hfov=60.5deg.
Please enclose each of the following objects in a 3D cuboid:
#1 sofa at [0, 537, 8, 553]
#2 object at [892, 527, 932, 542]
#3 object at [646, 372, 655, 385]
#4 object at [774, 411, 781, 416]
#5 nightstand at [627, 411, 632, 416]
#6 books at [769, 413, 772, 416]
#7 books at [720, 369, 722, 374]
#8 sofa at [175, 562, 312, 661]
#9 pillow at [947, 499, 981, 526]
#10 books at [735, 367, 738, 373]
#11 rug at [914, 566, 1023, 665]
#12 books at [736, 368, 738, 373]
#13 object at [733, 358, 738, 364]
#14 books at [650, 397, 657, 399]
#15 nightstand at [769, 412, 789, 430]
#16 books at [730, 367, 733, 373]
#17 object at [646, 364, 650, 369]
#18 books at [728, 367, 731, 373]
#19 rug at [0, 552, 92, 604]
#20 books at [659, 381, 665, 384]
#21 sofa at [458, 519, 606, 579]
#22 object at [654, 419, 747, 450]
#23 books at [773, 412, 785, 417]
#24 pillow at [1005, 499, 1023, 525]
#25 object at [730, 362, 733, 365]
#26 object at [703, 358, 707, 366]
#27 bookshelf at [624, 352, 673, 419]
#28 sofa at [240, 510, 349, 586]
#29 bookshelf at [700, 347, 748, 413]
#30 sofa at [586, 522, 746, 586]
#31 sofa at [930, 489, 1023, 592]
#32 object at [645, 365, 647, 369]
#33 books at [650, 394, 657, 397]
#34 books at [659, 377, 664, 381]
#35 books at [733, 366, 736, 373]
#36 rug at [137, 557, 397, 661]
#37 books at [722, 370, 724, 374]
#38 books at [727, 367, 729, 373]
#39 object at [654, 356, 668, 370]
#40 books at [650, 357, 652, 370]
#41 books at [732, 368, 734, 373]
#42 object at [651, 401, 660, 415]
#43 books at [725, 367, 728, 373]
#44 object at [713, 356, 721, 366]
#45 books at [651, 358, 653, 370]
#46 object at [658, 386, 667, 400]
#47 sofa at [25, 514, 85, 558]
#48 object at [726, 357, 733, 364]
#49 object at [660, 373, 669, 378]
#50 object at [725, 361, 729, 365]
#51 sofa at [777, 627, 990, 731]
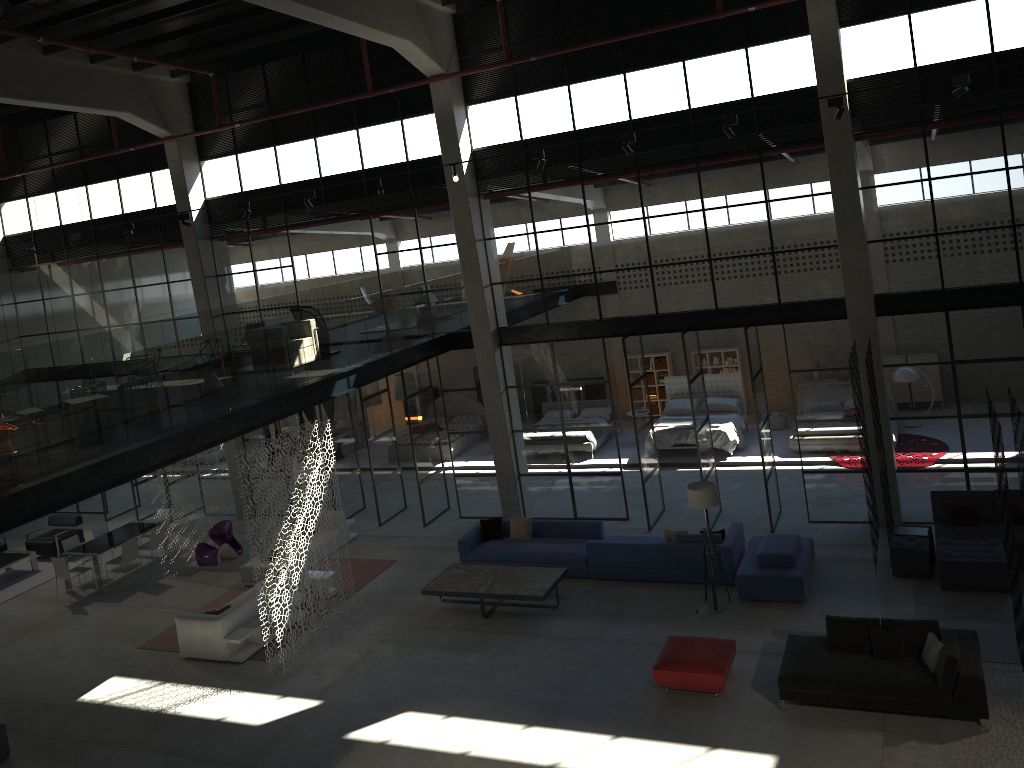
[{"bbox_3d":[-11.976,3.854,18.439,0.816,0.750,2.501,-5,10,25],"label":"sofa"},{"bbox_3d":[5.969,2.242,13.095,0.515,0.099,0.306,-2,11,30],"label":"object"},{"bbox_3d":[3.782,-0.150,24.038,0.322,0.295,0.330,-5,7,25],"label":"object"},{"bbox_3d":[6.352,0.703,21.017,0.167,0.089,0.171,-1,11,38],"label":"object"},{"bbox_3d":[3.175,1.038,21.626,0.602,0.695,0.608,-8,6,-3],"label":"nightstand"},{"bbox_3d":[6.186,0.744,21.145,0.134,0.020,0.196,-3,11,25],"label":"books"},{"bbox_3d":[5.522,-0.233,23.192,0.088,0.274,0.189,-7,5,25],"label":"books"},{"bbox_3d":[-4.246,3.596,14.084,0.942,0.664,2.180,-5,10,25],"label":"sofa"},{"bbox_3d":[6.773,1.930,13.153,0.411,0.342,0.239,-5,6,26],"label":"pillow"},{"bbox_3d":[5.921,-0.273,23.063,0.027,0.286,0.257,-7,6,25],"label":"books"},{"bbox_3d":[7.032,2.891,11.003,3.607,0.020,2.700,-3,11,25],"label":"rug"},{"bbox_3d":[5.941,-0.265,23.045,0.022,0.273,0.257,-7,6,25],"label":"books"},{"bbox_3d":[5.899,-0.608,23.092,0.141,0.136,0.144,-2,9,42],"label":"object"},{"bbox_3d":[3.861,0.368,24.090,0.307,0.054,0.234,-3,11,25],"label":"books"},{"bbox_3d":[6.325,0.889,21.076,0.576,0.297,0.489,-5,9,21],"label":"nightstand"},{"bbox_3d":[5.804,-0.291,23.114,0.055,0.339,0.257,-7,5,25],"label":"books"},{"bbox_3d":[3.723,-0.480,24.105,0.185,0.131,0.186,-10,8,-11],"label":"object"},{"bbox_3d":[5.783,-0.289,23.143,0.064,0.332,0.257,-7,5,25],"label":"books"},{"bbox_3d":[-10.597,4.118,18.022,2.396,0.025,3.458,-3,11,25],"label":"rug"},{"bbox_3d":[4.170,-0.063,23.893,0.255,0.071,0.218,-4,11,25],"label":"books"},{"bbox_3d":[0.357,2.794,15.042,2.322,0.600,1.074,-4,10,25],"label":"sofa"},{"bbox_3d":[4.160,1.166,20.104,2.266,0.654,0.664,-3,8,28],"label":"object"},{"bbox_3d":[6.387,0.732,20.997,0.227,0.046,0.306,-2,12,31],"label":"books"},{"bbox_3d":[7.449,1.877,12.851,0.404,0.374,0.195,-5,5,25],"label":"pillow"},{"bbox_3d":[5.756,-0.536,23.012,0.066,0.063,0.066,-10,7,-17],"label":"object"},{"bbox_3d":[5.134,-0.583,23.375,0.101,0.202,0.099,-11,5,-37],"label":"object"},{"bbox_3d":[3.810,0.057,24.062,1.232,1.746,0.334,-6,3,25],"label":"bookshelf"},{"bbox_3d":[-4.116,3.094,16.706,0.936,0.662,2.189,-5,10,25],"label":"sofa"},{"bbox_3d":[5.512,-0.046,23.287,1.232,1.746,0.334,-6,3,25],"label":"bookshelf"},{"bbox_3d":[2.462,2.616,14.055,2.322,0.717,1.074,-4,9,25],"label":"sofa"},{"bbox_3d":[8.033,2.133,11.945,4.126,0.863,1.861,-3,10,25],"label":"sofa"},{"bbox_3d":[3.602,-0.500,23.987,0.153,0.246,0.156,-7,5,17],"label":"object"},{"bbox_3d":[3.853,0.313,24.088,0.280,0.054,0.234,-3,11,25],"label":"books"},{"bbox_3d":[4.158,-0.142,23.890,0.254,0.046,0.217,-3,11,25],"label":"books"},{"bbox_3d":[5.873,-0.289,23.083,0.036,0.330,0.257,-7,5,25],"label":"books"},{"bbox_3d":[-4.036,3.726,15.058,2.632,0.020,3.701,-3,11,25],"label":"rug"},{"bbox_3d":[5.595,-0.239,23.168,0.052,0.275,0.189,-7,5,25],"label":"books"},{"bbox_3d":[5.740,-0.283,23.144,0.058,0.332,0.257,-7,5,25],"label":"books"},{"bbox_3d":[4.085,-0.567,23.857,0.322,0.295,0.330,-5,7,25],"label":"object"},{"bbox_3d":[3.824,-0.570,24.012,0.086,0.318,0.257,-7,5,25],"label":"books"},{"bbox_3d":[5.848,-0.284,23.095,0.020,0.317,0.257,-7,5,25],"label":"books"},{"bbox_3d":[3.893,0.662,24.072,0.322,0.295,0.330,-5,7,25],"label":"object"},{"bbox_3d":[5.698,-0.280,23.163,0.068,0.333,0.257,-7,5,25],"label":"books"},{"bbox_3d":[5.414,-0.617,23.216,0.167,0.249,0.166,-10,5,-20],"label":"object"},{"bbox_3d":[3.854,-0.572,23.998,0.086,0.318,0.257,-7,5,25],"label":"books"},{"bbox_3d":[4.191,0.233,23.892,0.322,0.295,0.330,-5,7,25],"label":"object"},{"bbox_3d":[-10.144,3.402,19.470,0.945,0.753,0.836,-5,7,25],"label":"sofa"},{"bbox_3d":[5.746,-0.616,23.161,0.175,0.168,0.176,-9,7,-7],"label":"object"},{"bbox_3d":[4.159,-0.230,23.886,0.258,0.133,0.059,-4,5,25],"label":"object"},{"bbox_3d":[5.652,-0.555,23.057,0.115,0.111,0.118,-5,7,27],"label":"object"},{"bbox_3d":[4.137,3.222,9.888,2.094,0.557,1.102,-4,10,25],"label":"sofa"}]
